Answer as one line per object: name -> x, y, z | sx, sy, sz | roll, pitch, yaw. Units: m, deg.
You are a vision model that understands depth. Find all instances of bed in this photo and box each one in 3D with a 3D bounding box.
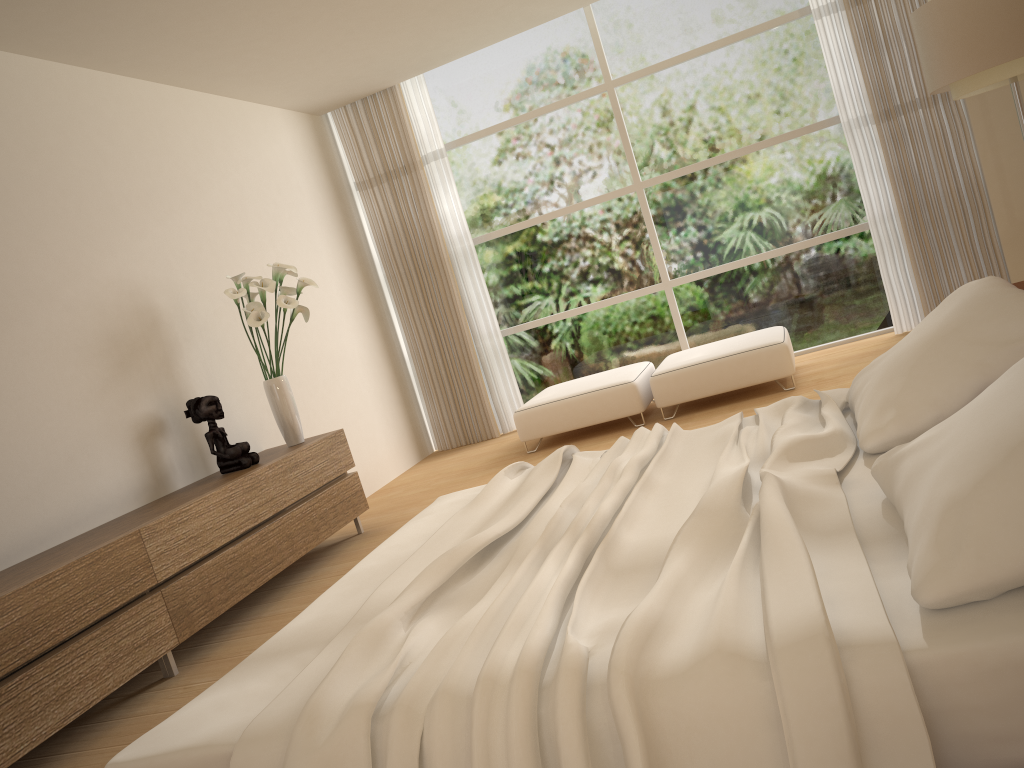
bed -> 0.484, 0.515, 2.336 | 2.535, 0.570, 2.599 | -15, 6, 19

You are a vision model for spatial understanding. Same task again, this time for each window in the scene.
window -> 1.044, -1.626, 7.304 | 4.781, 3.371, 0.071 | -15, 6, 19

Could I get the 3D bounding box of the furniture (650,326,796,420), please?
furniture -> 1.543, -0.103, 6.417 | 0.965, 0.346, 0.964 | -15, 6, 19

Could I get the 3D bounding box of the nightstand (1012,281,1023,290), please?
nightstand -> 1.796, 0.167, 1.923 | 0.493, 0.539, 4.220 | -15, 6, 19

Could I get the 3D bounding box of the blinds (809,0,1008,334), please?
blinds -> 2.761, -2.054, 6.366 | 0.814, 3.351, 0.202 | -15, 6, 18

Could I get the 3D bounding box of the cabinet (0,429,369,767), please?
cabinet -> -1.753, 1.002, 3.889 | 0.588, 0.662, 3.713 | -15, 6, 19

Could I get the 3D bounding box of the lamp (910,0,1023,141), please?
lamp -> 2.709, -1.160, 4.607 | 0.817, 2.018, 0.817 | -20, 6, -28

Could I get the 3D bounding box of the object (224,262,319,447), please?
object -> -1.336, -0.187, 5.281 | 0.515, 1.085, 0.608 | -19, 6, -23

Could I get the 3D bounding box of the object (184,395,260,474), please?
object -> -1.607, 0.267, 4.927 | 0.282, 0.453, 0.181 | -15, 6, 19

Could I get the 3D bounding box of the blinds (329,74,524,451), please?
blinds -> -0.763, -1.097, 7.688 | 0.950, 3.352, 0.211 | -15, 6, 18

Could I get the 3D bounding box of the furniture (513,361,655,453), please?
furniture -> 0.599, 0.154, 6.757 | 0.965, 0.346, 0.964 | -15, 6, 19

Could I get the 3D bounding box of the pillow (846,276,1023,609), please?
pillow -> 1.093, 0.010, 2.094 | 0.561, 0.339, 1.720 | -15, 6, 19
